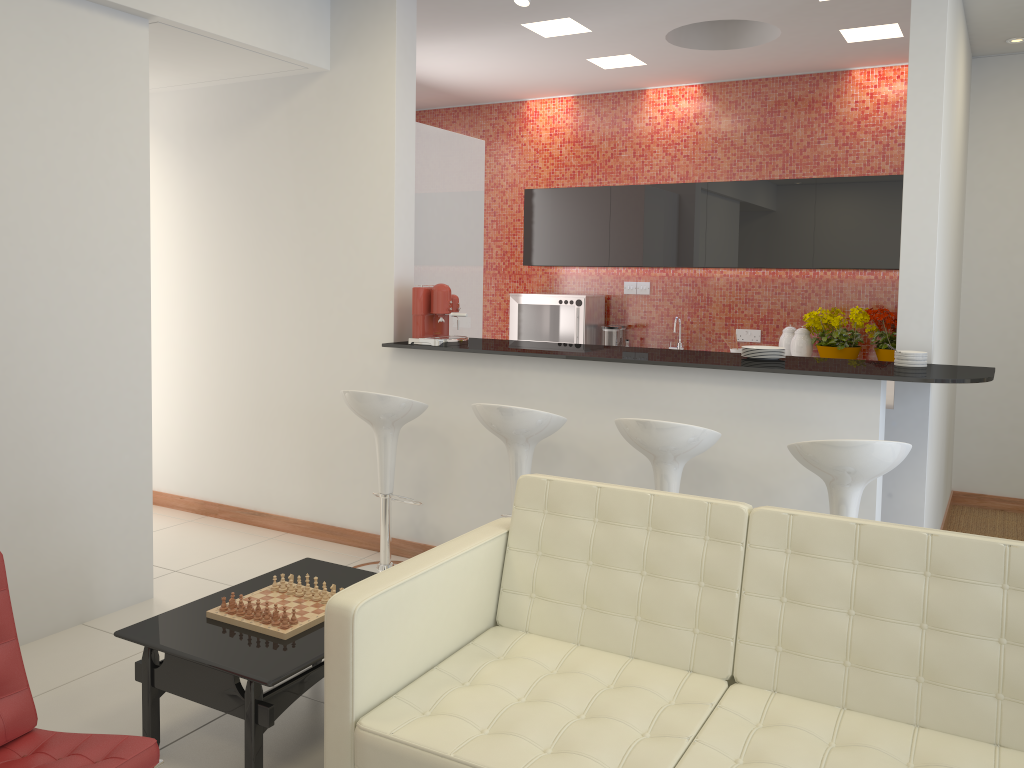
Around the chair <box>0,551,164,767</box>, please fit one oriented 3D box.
[{"bbox_3d":[-1.348,0.912,2.077,0.707,0.814,0.702,3,5,24],"label":"chair"}]

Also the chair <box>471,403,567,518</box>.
[{"bbox_3d":[0.034,0.578,4.217,0.458,1.017,0.465,4,5,40],"label":"chair"}]

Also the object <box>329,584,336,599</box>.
[{"bbox_3d":[-0.635,0.736,3.142,0.030,0.052,0.030,3,5,22],"label":"object"}]

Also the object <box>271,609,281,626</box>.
[{"bbox_3d":[-0.773,0.763,2.898,0.030,0.052,0.030,4,5,37],"label":"object"}]

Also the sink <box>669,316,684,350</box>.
[{"bbox_3d":[1.321,-0.280,7.159,0.809,0.535,0.418,4,6,29],"label":"sink"}]

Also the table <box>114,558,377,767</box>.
[{"bbox_3d":[-0.773,0.994,3.113,0.702,0.420,0.919,4,7,29],"label":"table"}]

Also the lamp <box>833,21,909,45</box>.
[{"bbox_3d":[2.319,-2.276,5.705,0.409,0.034,0.410,5,8,29],"label":"lamp"}]

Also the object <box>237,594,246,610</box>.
[{"bbox_3d":[-0.927,0.745,3.031,0.030,0.049,0.030,4,6,37],"label":"object"}]

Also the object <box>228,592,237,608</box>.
[{"bbox_3d":[-0.962,0.743,3.051,0.030,0.049,0.030,4,6,37],"label":"object"}]

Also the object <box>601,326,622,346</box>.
[{"bbox_3d":[0.821,-0.370,7.342,0.172,0.215,0.172,-3,7,-42],"label":"object"}]

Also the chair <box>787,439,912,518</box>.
[{"bbox_3d":[1.311,0.686,3.503,0.457,1.017,0.466,2,4,15],"label":"chair"}]

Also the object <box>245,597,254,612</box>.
[{"bbox_3d":[-0.892,0.748,3.011,0.030,0.049,0.030,4,6,37],"label":"object"}]

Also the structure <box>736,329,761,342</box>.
[{"bbox_3d":[1.894,-0.387,7.099,0.198,0.099,0.016,4,5,29],"label":"structure"}]

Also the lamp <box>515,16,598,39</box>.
[{"bbox_3d":[0.289,-2.310,5.704,0.409,0.034,0.410,5,8,29],"label":"lamp"}]

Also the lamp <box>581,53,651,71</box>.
[{"bbox_3d":[0.779,-2.407,6.570,0.409,0.034,0.410,5,8,29],"label":"lamp"}]

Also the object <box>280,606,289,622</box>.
[{"bbox_3d":[-0.753,0.760,2.933,0.030,0.049,0.030,4,6,37],"label":"object"}]

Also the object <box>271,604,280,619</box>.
[{"bbox_3d":[-0.788,0.757,2.953,0.030,0.049,0.030,4,6,37],"label":"object"}]

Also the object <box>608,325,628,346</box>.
[{"bbox_3d":[0.900,-0.396,7.564,0.172,0.215,0.172,-3,7,-42],"label":"object"}]

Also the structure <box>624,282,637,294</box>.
[{"bbox_3d":[1.013,-0.822,7.578,0.114,0.104,0.013,4,5,29],"label":"structure"}]

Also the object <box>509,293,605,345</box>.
[{"bbox_3d":[0.381,-0.539,7.638,0.723,0.469,0.437,4,6,29],"label":"object"}]

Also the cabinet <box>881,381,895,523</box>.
[{"bbox_3d":[1.009,0.370,6.222,3.340,0.980,2.503,5,7,29],"label":"cabinet"}]

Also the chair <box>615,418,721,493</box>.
[{"bbox_3d":[0.671,0.632,3.859,0.458,1.017,0.465,4,5,40],"label":"chair"}]

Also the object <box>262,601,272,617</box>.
[{"bbox_3d":[-0.823,0.754,2.972,0.030,0.049,0.030,4,6,37],"label":"object"}]

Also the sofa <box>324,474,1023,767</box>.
[{"bbox_3d":[0.850,0.885,2.126,2.569,0.919,1.004,5,6,29],"label":"sofa"}]

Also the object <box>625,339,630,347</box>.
[{"bbox_3d":[0.970,-0.329,7.440,0.037,0.092,0.037,3,5,29],"label":"object"}]

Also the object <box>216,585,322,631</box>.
[{"bbox_3d":[-0.791,0.767,3.070,0.347,0.001,0.351,5,8,29],"label":"object"}]

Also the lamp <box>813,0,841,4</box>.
[{"bbox_3d":[1.829,-2.179,4.838,0.409,0.034,0.410,5,8,29],"label":"lamp"}]

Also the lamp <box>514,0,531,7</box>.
[{"bbox_3d":[0.656,-2.014,4.257,1.825,0.198,0.112,5,6,29],"label":"lamp"}]

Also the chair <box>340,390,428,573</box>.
[{"bbox_3d":[-0.657,0.519,4.605,0.458,1.017,0.465,4,5,40],"label":"chair"}]

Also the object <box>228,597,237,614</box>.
[{"bbox_3d":[-0.947,0.748,2.996,0.030,0.052,0.030,4,5,37],"label":"object"}]

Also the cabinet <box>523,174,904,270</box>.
[{"bbox_3d":[1.597,-1.253,7.028,3.247,0.657,0.353,5,6,29],"label":"cabinet"}]

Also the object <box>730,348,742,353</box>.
[{"bbox_3d":[1.733,-0.226,6.796,0.121,0.084,0.121,-4,8,-40],"label":"object"}]

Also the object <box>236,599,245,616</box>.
[{"bbox_3d":[-0.912,0.750,2.977,0.030,0.054,0.030,4,5,37],"label":"object"}]

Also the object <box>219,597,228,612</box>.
[{"bbox_3d":[-0.982,0.749,3.016,0.030,0.044,0.030,4,6,37],"label":"object"}]

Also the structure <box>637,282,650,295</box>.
[{"bbox_3d":[1.117,-0.813,7.523,0.114,0.104,0.008,4,5,29],"label":"structure"}]

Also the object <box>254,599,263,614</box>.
[{"bbox_3d":[-0.858,0.751,2.992,0.030,0.049,0.030,4,6,37],"label":"object"}]

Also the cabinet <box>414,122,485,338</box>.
[{"bbox_3d":[-1.176,-0.421,6.083,1.639,2.514,1.060,4,5,29],"label":"cabinet"}]
